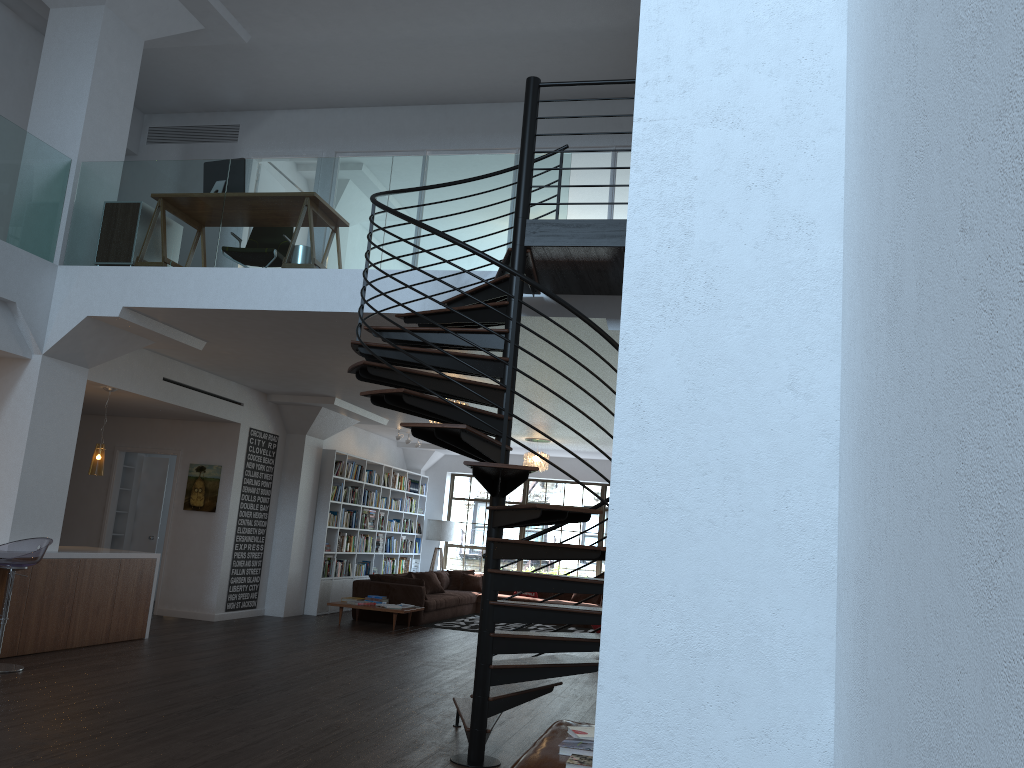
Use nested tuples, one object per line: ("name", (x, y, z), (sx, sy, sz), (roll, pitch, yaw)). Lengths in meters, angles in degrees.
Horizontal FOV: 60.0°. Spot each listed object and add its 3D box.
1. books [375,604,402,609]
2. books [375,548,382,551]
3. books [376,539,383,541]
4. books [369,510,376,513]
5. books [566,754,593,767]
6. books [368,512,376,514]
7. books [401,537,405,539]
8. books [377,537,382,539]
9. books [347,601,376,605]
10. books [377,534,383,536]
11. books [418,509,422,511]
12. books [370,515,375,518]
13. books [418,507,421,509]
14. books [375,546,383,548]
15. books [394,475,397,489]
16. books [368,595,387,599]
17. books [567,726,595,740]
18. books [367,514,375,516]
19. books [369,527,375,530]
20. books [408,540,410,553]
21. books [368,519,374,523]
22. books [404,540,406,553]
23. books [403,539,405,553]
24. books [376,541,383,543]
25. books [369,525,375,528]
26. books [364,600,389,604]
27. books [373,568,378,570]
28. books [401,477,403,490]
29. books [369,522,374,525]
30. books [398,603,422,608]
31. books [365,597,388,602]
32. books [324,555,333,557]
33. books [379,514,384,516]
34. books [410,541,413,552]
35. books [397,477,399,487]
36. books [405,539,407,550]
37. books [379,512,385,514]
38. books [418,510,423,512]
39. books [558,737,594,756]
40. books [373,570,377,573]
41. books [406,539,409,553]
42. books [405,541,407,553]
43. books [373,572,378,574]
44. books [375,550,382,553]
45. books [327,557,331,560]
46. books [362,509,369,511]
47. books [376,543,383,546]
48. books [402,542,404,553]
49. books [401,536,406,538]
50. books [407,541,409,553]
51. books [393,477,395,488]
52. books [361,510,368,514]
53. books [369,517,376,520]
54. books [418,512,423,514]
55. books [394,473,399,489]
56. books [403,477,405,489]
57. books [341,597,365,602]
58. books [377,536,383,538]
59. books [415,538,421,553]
("books", (-1.679, 3.019, 12.069), (0.231, 0.040, 0.342), (12, -12, -36))
("books", (-2.380, 2.835, 15.253), (0.251, 0.037, 0.160), (1, -11, 18))
("books", (-2.353, 2.684, 15.287), (0.223, 0.032, 0.161), (2, -10, 13))
("books", (-2.399, 2.140, 14.945), (0.129, 0.043, 0.185), (0, -11, 27))
("books", (0.329, 1.467, 3.404), (0.224, 0.032, 0.161), (2, -10, 13))
("books", (-2.407, 2.173, 14.944), (0.144, 0.024, 0.208), (1, -11, 18))
("books", (-2.097, 2.840, 16.356), (0.223, 0.031, 0.161), (2, -10, 13))
("books", (-2.331, 2.655, 15.273), (0.161, 0.026, 0.223), (4, -10, 3))
("books", (-2.068, 3.005, 12.170), (0.236, 0.035, 0.340), (-3, -13, 38))
("books", (-2.338, 2.598, 15.286), (0.185, 0.041, 0.129), (0, -11, 27))
("books", (-1.890, 2.432, 17.234), (0.174, 0.032, 0.254), (14, -13, -41))
("books", (-2.422, 2.224, 14.922), (0.161, 0.033, 0.223), (2, -10, 13))
("books", (-1.890, 2.405, 17.243), (0.204, 0.025, 0.144), (-5, -14, 43))
("books", (-2.376, 2.802, 15.285), (0.259, 0.040, 0.180), (2, -10, 13))
("books", (-2.159, 1.751, 15.869), (0.171, 0.246, 0.057), (2, -10, 13))
("books", (-1.906, 3.017, 12.553), (0.224, 0.027, 0.157), (1, -11, 18))
("books", (0.351, 1.577, 3.988), (0.161, 0.031, 0.223), (6, -10, -9))
("books", (-2.428, 2.199, 14.953), (0.223, 0.027, 0.161), (4, -10, 3))
("books", (-2.429, 2.420, 14.875), (0.171, 0.039, 0.246), (2, -10, 13))
("books", (-2.016, 3.052, 16.701), (0.160, 0.251, 0.039), (2, -10, 13))
("books", (-2.430, 2.300, 14.906), (0.168, 0.045, 0.231), (3, -10, 8))
("books", (-2.065, 3.012, 16.489), (0.171, 0.246, 0.036), (2, -10, 13))
("books", (-2.083, 2.997, 16.424), (0.183, 0.253, 0.039), (2, -10, 13))
("books", (-2.364, 2.716, 15.276), (0.253, 0.040, 0.183), (2, -10, 13))
("books", (-2.429, 2.381, 14.880), (0.160, 0.039, 0.251), (1, -11, 18))
("books", (-1.912, 3.083, 12.539), (0.312, 0.037, 0.216), (4, -10, 3))
("books", (-2.451, 3.161, 15.175), (0.254, 0.032, 0.174), (1, -11, 18))
("books", (-2.083, 1.809, 16.180), (0.183, 0.253, 0.034), (2, -10, 13))
("books", (-2.450, 2.340, 14.889), (0.180, 0.042, 0.259), (2, -10, 13))
("books", (-1.454, 3.091, 12.363), (0.256, 0.035, 0.350), (-3, -13, 38))
("books", (-1.913, 3.048, 12.550), (0.279, 0.035, 0.191), (0, -11, 23))
("books", (-2.808, 2.562, 13.222), (0.223, 0.027, 0.161), (1, -11, 23))
("books", (-2.332, 2.246, 15.253), (0.223, 0.031, 0.161), (2, -10, 13))
("books", (-1.990, 3.087, 16.817), (0.168, 0.228, 0.139), (2, -10, 13))
("books", (-2.135, 1.785, 15.985), (0.161, 0.223, 0.026), (2, -10, 13))
("books", (-2.059, 3.017, 16.525), (0.160, 0.251, 0.036), (2, -10, 13))
("books", (-2.328, 2.218, 15.266), (0.224, 0.030, 0.161), (0, -11, 23))
("books", (-1.894, 2.465, 17.233), (0.284, 0.033, 0.197), (-1, -11, 28))
("books", (0.330, 1.513, 3.671), (0.247, 0.040, 0.185), (2, -10, 16))
("books", (-2.450, 3.193, 15.165), (0.284, 0.033, 0.197), (5, -10, -1))
("books", (-2.038, 3.032, 16.605), (0.183, 0.253, 0.042), (2, -10, 13))
("books", (-2.064, 3.034, 16.566), (0.168, 0.231, 0.045), (2, -10, 13))
("books", (-2.453, 3.227, 15.159), (0.284, 0.035, 0.197), (2, -10, 13))
("books", (-2.382, 2.872, 15.244), (0.246, 0.038, 0.171), (2, -10, 13))
("books", (-2.814, 2.602, 13.239), (0.174, 0.045, 0.240), (4, -10, 3))
("books", (-2.478, 2.057, 14.530), (0.223, 0.027, 0.161), (1, -11, 23))
("books", (-2.361, 2.758, 15.275), (0.231, 0.044, 0.168), (3, -10, 8))
("books", (-2.078, 3.004, 16.386), (0.161, 0.223, 0.030), (2, -10, 13))
("books", (-2.093, 2.813, 16.370), (0.224, 0.030, 0.161), (0, -11, 23))
("books", (-2.020, 3.059, 16.664), (0.161, 0.223, 0.032), (2, -10, 13))
("books", (-2.168, 1.753, 15.777), (0.144, 0.207, 0.048), (2, -10, 13))
("books", (-2.484, 2.096, 14.547), (0.174, 0.045, 0.240), (3, -10, 13))
("books", (-2.420, 2.258, 14.908), (0.183, 0.042, 0.253), (2, -10, 13))
("books", (-1.897, 2.499, 17.227), (0.284, 0.035, 0.197), (-5, -14, 43))
("books", (-2.142, 1.745, 15.953), (0.176, 0.290, 0.053), (2, -10, 13))
("books", (-2.063, 1.830, 16.283), (0.160, 0.250, 0.026), (2, -10, 13))
("books", (-2.233, 3.055, 12.556), (0.241, 0.045, 0.334), (2, -10, 15))
("books", (-2.336, 2.631, 15.286), (0.208, 0.024, 0.144), (1, -11, 18))
("books", (-1.876, 3.147, 17.283), (0.176, 0.290, 0.053), (2, -10, 13))
